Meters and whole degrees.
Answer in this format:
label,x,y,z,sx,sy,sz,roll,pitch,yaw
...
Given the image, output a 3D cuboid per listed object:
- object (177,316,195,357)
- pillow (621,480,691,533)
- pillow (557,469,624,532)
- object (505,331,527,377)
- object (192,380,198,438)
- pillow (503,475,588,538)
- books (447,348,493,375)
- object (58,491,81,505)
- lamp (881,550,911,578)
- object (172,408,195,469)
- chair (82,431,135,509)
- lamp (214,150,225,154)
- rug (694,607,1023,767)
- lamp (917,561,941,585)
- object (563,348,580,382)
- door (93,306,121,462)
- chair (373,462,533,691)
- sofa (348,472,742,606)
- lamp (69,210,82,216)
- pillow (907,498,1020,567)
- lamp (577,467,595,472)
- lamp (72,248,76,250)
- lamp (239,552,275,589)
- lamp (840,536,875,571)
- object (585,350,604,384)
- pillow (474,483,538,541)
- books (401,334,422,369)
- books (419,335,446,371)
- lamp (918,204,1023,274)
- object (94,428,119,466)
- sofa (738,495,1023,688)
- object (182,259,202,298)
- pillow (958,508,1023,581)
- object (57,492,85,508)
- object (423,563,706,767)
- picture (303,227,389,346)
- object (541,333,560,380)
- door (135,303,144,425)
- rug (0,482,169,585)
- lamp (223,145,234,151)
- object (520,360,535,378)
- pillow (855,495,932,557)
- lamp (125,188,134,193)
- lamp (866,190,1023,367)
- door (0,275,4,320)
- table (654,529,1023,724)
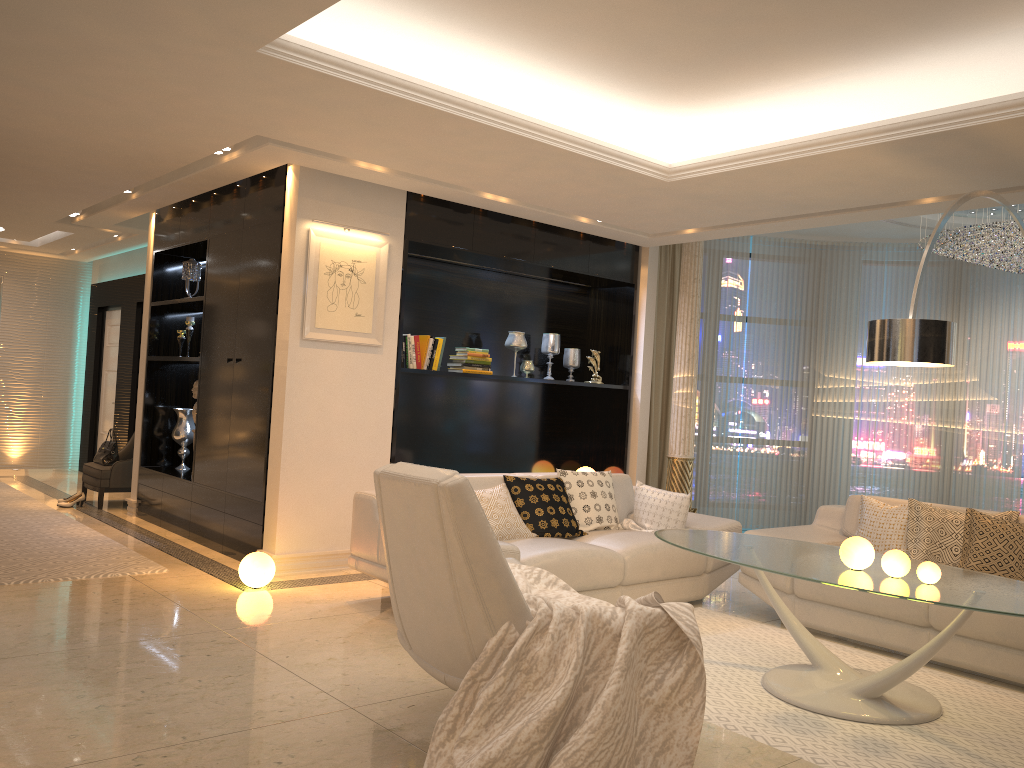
label,x,y,z,sx,sy,sz,roll,pitch,yaw
object,-2.789,-0.398,7.569,0.176,0.361,0.079,3,-1,30
pillow,0.926,0.816,5.825,0.281,0.325,0.521,4,-1,-31
pillow,0.542,0.765,5.831,0.526,0.399,0.255,4,-1,-41
object,0.028,-0.241,7.375,0.181,0.381,0.181,3,-1,44
object,-2.529,0.360,7.286,0.221,0.794,0.308,4,-1,-13
pillow,0.223,0.755,5.500,0.524,0.355,0.323,4,-1,-40
books,-0.325,-0.178,7.001,0.296,0.197,0.260,4,-1,-38
object,-4.103,1.053,8.237,0.235,0.135,0.084,3,-1,7
lamp,1.614,0.755,3.729,0.115,0.115,0.115,4,-1,-15
object,-2.862,0.480,7.751,0.221,0.522,0.221,4,-1,-36
chair,-3.666,0.698,8.472,0.702,0.898,0.625,4,-1,-39
lamp,-1.857,-1.515,5.588,0.107,0.127,0.107,3,-1,31
rug,1.497,1.388,3.935,1.661,0.020,2.900,4,-1,-41
lamp,1.704,0.772,3.624,0.090,0.091,0.090,3,-1,10
object,0.531,-0.157,7.933,0.147,0.317,0.147,4,-1,-39
door,-4.736,0.094,10.470,0.089,2.034,0.919,4,-1,-40
chair,-0.021,0.794,3.267,0.983,0.991,1.027,4,-1,-41
sofa,0.287,0.965,5.502,2.328,0.754,1.145,4,-1,-41
lamp,-4.016,-1.608,8.126,0.107,0.127,0.235,4,-1,-41
pillow,2.532,0.889,5.020,0.587,0.429,0.288,3,-1,24
lamp,0.662,0.851,7.976,0.212,0.214,0.213,3,-1,10
lamp,-5.182,-1.644,10.440,0.107,0.127,0.107,3,-1,31
lamp,-1.541,1.123,5.359,0.213,0.214,0.212,3,-1,-1
lamp,1.503,0.737,3.861,0.143,0.143,0.143,3,-1,34
object,0.724,-0.149,7.773,0.182,0.293,0.116,4,-1,-43
pillow,-0.120,0.765,5.195,0.521,0.329,0.351,4,-1,-41
books,-0.817,-0.248,6.541,0.240,0.270,0.208,4,-1,-41
books,-0.644,-0.231,6.695,0.210,0.261,0.212,4,-1,-41
lamp,4.243,-1.208,7.047,2.109,0.685,2.109,3,-1,4
object,-3.809,0.589,8.362,0.168,0.345,0.366,4,-1,-41
sofa,2.543,1.092,4.859,1.145,0.754,2.328,4,-1,-41
object,-2.655,-0.862,7.337,0.155,0.347,0.155,3,-1,30
pillow,2.684,0.889,4.730,0.301,0.436,0.575,4,-1,-34
object,-4.009,1.056,8.068,0.235,0.135,0.084,4,-1,-39
object,0.142,1.000,3.142,0.972,0.580,1.347,4,-1,-3
picture,-1.113,-0.641,5.974,0.610,0.729,0.027,4,-1,-41
object,0.335,-0.226,7.770,0.156,0.426,0.156,4,-1,-35
door,-3.800,0.134,9.375,0.089,2.034,0.919,4,-1,-40
rug,-4.379,1.078,7.069,1.526,0.015,5.025,4,-1,-41
lamp,-1.774,-1.512,5.490,0.107,0.127,0.107,3,-1,31
object,0.128,-0.120,7.449,0.119,0.154,0.119,4,-1,-31
pillow,2.251,0.878,5.304,0.222,0.380,0.463,4,-1,-36
lamp,-3.022,-1.566,6.960,0.107,0.127,0.107,3,-1,31
lamp,2.513,0.205,4.798,2.009,2.519,0.393,4,-1,-41
door,-1.619,-5.824,2.026,83.408,24.296,83.408,4,-1,-19
table,1.506,1.093,3.965,0.999,0.565,2.140,4,-1,-41
